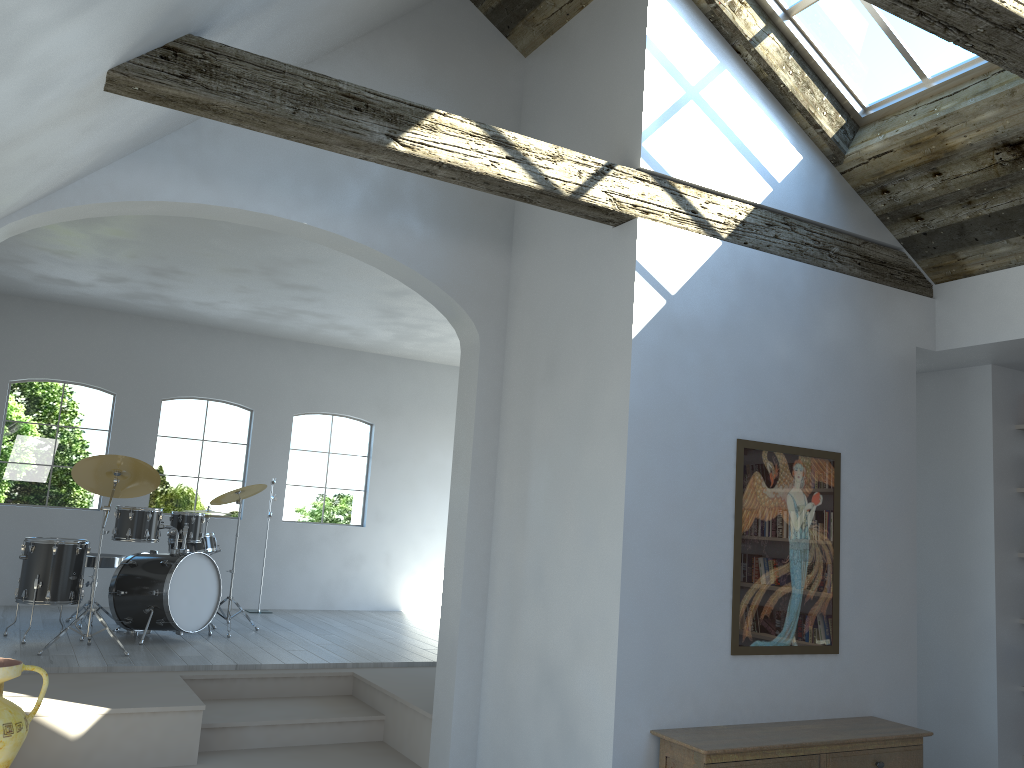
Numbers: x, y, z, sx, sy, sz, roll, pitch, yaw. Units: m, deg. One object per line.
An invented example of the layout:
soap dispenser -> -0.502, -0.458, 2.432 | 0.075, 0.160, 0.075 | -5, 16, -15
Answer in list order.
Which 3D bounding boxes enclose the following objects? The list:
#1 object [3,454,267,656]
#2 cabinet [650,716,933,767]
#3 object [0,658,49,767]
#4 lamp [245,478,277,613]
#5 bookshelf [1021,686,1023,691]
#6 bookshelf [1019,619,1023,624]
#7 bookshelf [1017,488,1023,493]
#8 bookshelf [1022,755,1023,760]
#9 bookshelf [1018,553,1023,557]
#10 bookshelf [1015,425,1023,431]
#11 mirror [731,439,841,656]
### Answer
object -> -3.082, 1.324, 7.217 | 1.465, 1.383, 2.354 | 1, -9, 16
cabinet -> 1.329, 1.993, 4.139 | 1.481, 0.714, 0.383 | 9, -10, -28
object -> -2.536, 1.643, 4.240 | 0.396, 0.605, 0.402 | 1, -9, 18
lamp -> -2.576, 1.678, 9.285 | 0.232, 1.383, 0.238 | 9, -10, -28
bookshelf -> 5.090, 1.468, 2.000 | 0.315, 0.070, 7.825 | 9, -10, -28
bookshelf -> 5.116, 1.078, 2.062 | 0.315, 0.070, 7.825 | 9, -10, -28
bookshelf -> 5.169, 0.299, 2.184 | 0.315, 0.070, 7.825 | 9, -10, -28
bookshelf -> 5.063, 1.858, 1.939 | 0.315, 0.070, 7.825 | 9, -10, -28
bookshelf -> 5.143, 0.689, 2.123 | 0.315, 0.070, 7.825 | 9, -10, -28
bookshelf -> 5.196, -0.091, 2.245 | 0.315, 0.070, 7.825 | 9, -10, -28
mirror -> 1.411, 0.838, 4.521 | 0.736, 1.047, 0.009 | 9, -10, -28
